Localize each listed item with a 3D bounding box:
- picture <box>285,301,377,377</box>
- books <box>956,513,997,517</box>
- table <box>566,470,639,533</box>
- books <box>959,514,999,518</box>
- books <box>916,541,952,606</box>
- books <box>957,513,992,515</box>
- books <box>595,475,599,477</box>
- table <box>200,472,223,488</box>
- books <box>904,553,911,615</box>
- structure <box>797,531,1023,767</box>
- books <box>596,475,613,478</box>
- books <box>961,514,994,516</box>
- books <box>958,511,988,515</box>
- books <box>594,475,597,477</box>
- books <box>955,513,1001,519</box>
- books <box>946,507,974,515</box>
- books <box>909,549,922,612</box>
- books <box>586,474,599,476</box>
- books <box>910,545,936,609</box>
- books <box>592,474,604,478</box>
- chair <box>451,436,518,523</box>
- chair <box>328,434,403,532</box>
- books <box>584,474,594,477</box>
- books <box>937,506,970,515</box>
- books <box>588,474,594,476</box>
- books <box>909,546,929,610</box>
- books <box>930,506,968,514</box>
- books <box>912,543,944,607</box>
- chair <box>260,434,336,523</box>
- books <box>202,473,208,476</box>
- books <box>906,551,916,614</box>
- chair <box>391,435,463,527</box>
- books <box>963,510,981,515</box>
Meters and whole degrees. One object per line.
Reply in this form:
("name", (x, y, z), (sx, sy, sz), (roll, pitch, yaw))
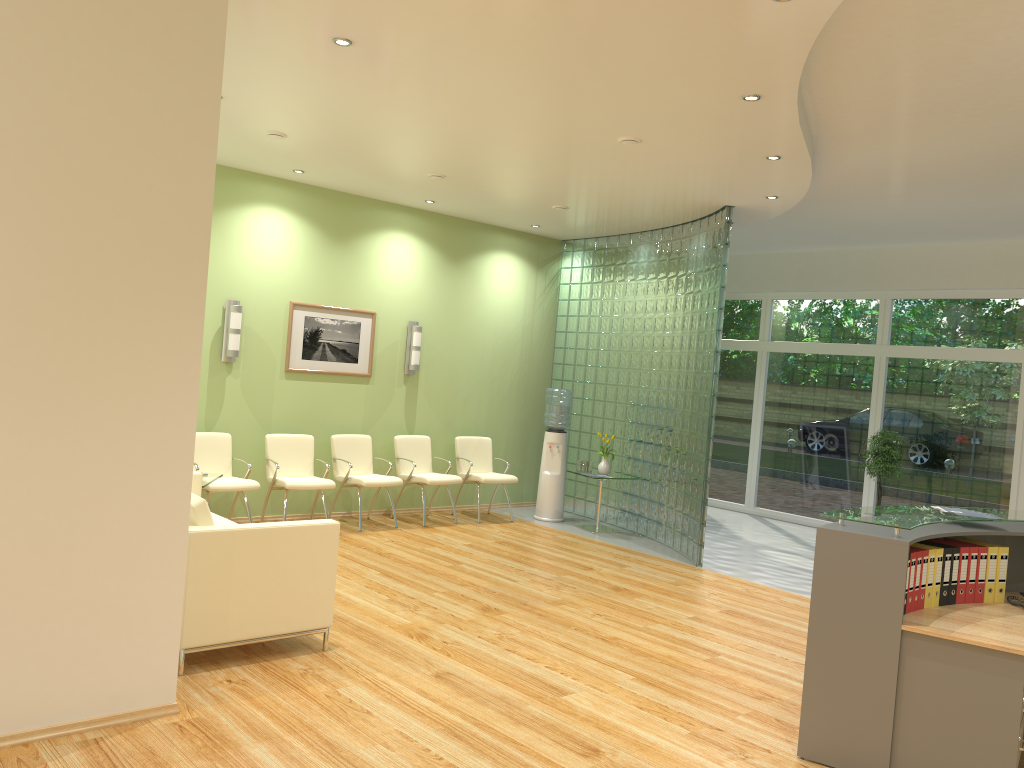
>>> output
("picture", (-1.836, -0.444, 9.072), (1.000, 0.700, 0.025), (4, 1, -42))
("books", (2.373, 0.668, 4.566), (0.210, 0.004, 0.150), (5, 1, -7))
("table", (0.969, 1.300, 9.797), (0.581, 0.614, 0.581), (4, 1, -27))
("books", (2.374, 0.668, 4.547), (0.210, 0.004, 0.150), (5, 1, 3))
("books", (2.041, 0.932, 4.400), (0.062, 0.282, 0.233), (4, 1, -42))
("books", (2.363, 0.667, 4.601), (0.210, 0.004, 0.150), (4, 1, -27))
("books", (0.979, 0.995, 9.571), (0.150, 0.004, 0.210), (5, 1, -7))
("table", (-2.773, 1.041, 7.049), (0.736, 0.614, 0.736), (5, 1, -7))
("books", (1.726, 0.911, 4.138), (0.231, 0.282, 0.063), (6, 1, 44))
("structure", (3.393, 1.369, 3.852), (3.673, 1.049, 1.837), (5, 1, 33))
("books", (0.997, 0.996, 9.574), (0.150, 0.004, 0.210), (4, 1, -17))
("books", (2.369, 0.667, 4.584), (0.210, 0.004, 0.150), (4, 1, -17))
("books", (2.353, 0.665, 4.616), (0.210, 0.004, 0.150), (4, 1, -37))
("books", (0.961, 0.993, 9.570), (0.150, 0.004, 0.210), (5, 1, 3))
("books", (2.371, 0.669, 4.529), (0.210, 0.004, 0.150), (5, 1, 13))
("books", (2.327, 0.663, 4.641), (0.150, 0.004, 0.210), (5, 1, 33))
("books", (1.827, 0.917, 4.242), (0.063, 0.282, 0.231), (4, 1, -41))
("books", (0.874, 0.985, 9.628), (0.210, 0.004, 0.150), (4, 1, -27))
("books", (1.920, 0.923, 4.318), (0.233, 0.282, 0.062), (6, 1, 43))
("books", (0.943, 0.992, 9.573), (0.150, 0.004, 0.210), (5, 1, 13))
("chair", (-0.312, 1.059, 9.944), (0.536, 0.881, 0.650), (4, 1, -37))
("chair", (13.605, 2.189, 7.089), (31.281, 0.986, 0.752), (5, 1, 7))
("books", (0.895, 0.987, 9.599), (0.150, 0.004, 0.210), (6, 1, 43))
("books", (2.311, 0.661, 4.650), (0.150, 0.004, 0.210), (5, 1, 23))
("books", (0.925, 0.990, 9.579), (0.150, 0.004, 0.210), (5, 1, 23))
("books", (1.884, 0.921, 4.291), (0.063, 0.282, 0.231), (4, 1, -36))
("books", (2.294, 0.660, 4.656), (0.150, 0.004, 0.210), (5, 1, 13))
("books", (1.977, 0.927, 4.358), (0.233, 0.282, 0.062), (6, 1, 43))
("chair", (-2.032, 0.945, 8.421), (0.536, 0.881, 0.650), (4, 1, -37))
("books", (-2.667, 0.724, 7.182), (0.230, 0.031, 0.328), (5, 1, 24))
("books", (1.779, 0.914, 4.197), (0.063, 0.282, 0.231), (4, 1, -41))
("chair", (13.906, 2.209, 7.364), (30.806, 0.986, 0.748), (5, 1, 8))
("books", (2.341, 0.664, 4.630), (0.150, 0.004, 0.210), (6, 1, 43))
